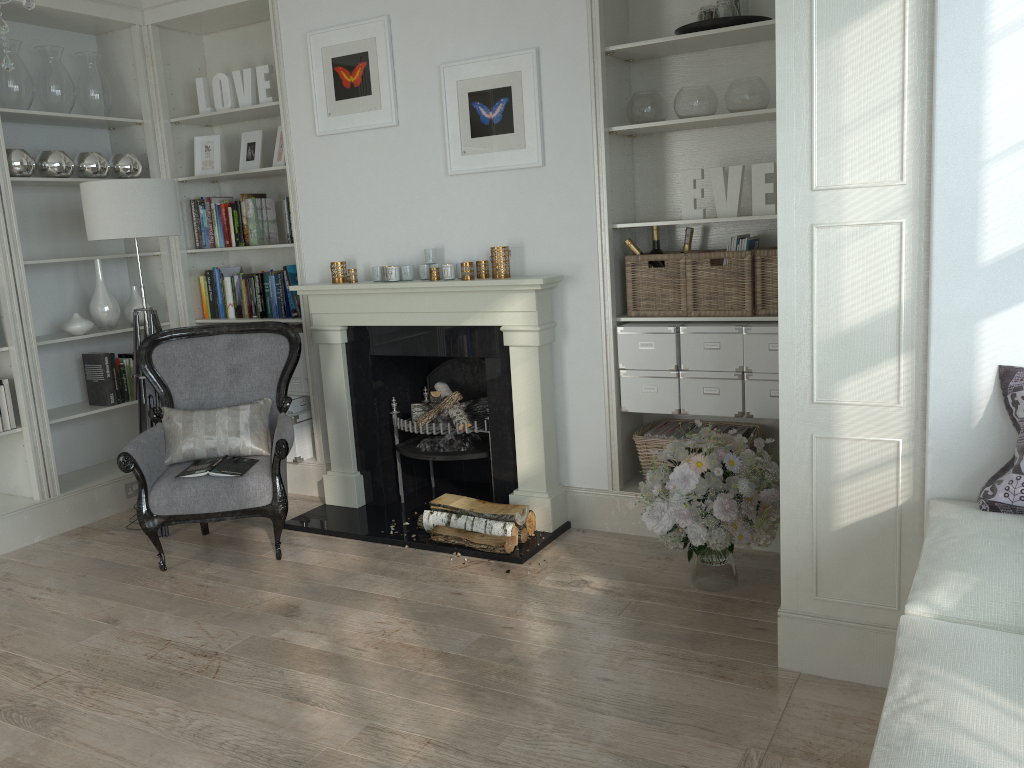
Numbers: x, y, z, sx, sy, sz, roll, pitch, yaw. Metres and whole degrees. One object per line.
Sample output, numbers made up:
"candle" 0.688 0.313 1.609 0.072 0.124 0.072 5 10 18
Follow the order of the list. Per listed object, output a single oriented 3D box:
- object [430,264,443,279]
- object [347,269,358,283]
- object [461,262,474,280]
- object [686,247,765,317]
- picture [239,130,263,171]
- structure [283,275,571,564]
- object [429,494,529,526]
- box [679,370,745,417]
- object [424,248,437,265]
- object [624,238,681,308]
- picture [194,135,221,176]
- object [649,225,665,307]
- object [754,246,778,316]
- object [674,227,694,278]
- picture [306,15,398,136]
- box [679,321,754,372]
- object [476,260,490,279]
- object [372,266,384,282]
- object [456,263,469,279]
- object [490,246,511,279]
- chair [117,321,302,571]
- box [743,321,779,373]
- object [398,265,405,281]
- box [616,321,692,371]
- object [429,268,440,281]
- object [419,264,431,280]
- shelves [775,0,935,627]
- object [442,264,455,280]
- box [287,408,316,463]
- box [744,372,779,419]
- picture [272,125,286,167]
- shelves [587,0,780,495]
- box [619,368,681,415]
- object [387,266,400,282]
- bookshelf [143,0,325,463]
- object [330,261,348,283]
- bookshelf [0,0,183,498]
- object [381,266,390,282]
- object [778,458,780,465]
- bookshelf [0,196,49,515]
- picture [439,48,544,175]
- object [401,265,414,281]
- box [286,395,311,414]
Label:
"object" -0.356 -0.533 4.213 0.060 0.073 0.060 -4 10 -4
"object" -0.794 -0.537 4.404 0.054 0.068 0.047 -10 12 -32
"object" -0.202 -0.512 4.026 0.060 0.079 0.060 -3 10 1
"object" 0.924 -0.438 3.805 0.276 0.270 0.275 2 12 29
"picture" -1.463 -1.309 4.997 0.153 0.228 0.094 2 12 29
"structure" -0.340 0.070 4.424 1.432 1.191 1.026 2 12 29
"object" -0.152 0.580 4.018 0.459 0.083 0.150 3 12 31
"box" 0.927 0.005 3.882 0.270 0.191 0.400 2 12 29
"object" -0.388 -0.606 4.216 0.060 0.073 0.060 -4 10 -4
"object" 0.641 -0.485 3.909 0.284 0.332 0.095 -2 10 8
"picture" -1.737 -1.305 5.075 0.153 0.228 0.094 -3 10 4
"object" 0.659 -0.536 4.030 0.095 0.377 0.095 -8 11 -24
"object" 1.183 -0.435 3.695 0.276 0.270 0.275 2 12 29
"object" 0.761 -0.519 3.978 0.127 0.361 0.094 2 12 29
"picture" -0.780 -1.484 4.302 0.494 0.496 0.024 2 12 29
"box" 0.922 -0.183 3.849 0.270 0.191 0.400 2 12 29
"object" -0.135 -0.527 4.079 0.060 0.079 0.060 -4 10 -3
"object" -0.654 -0.538 4.343 0.060 0.073 0.060 -4 10 -4
"object" -0.230 -0.525 4.123 0.060 0.073 0.060 -4 10 -4
"object" -0.050 -0.548 4.000 0.090 0.140 0.087 -8 11 -22
"chair" -1.364 0.259 4.165 0.778 1.024 0.763 -5 10 -5
"box" 1.151 -0.172 3.708 0.270 0.191 0.400 2 12 29
"object" -0.535 -0.540 4.315 0.060 0.073 0.060 -4 10 -4
"box" 0.672 -0.189 3.974 0.270 0.191 0.400 2 12 29
"object" -0.363 -0.513 4.146 0.052 0.058 0.050 -8 11 -23
"object" -0.415 -0.535 4.244 0.060 0.073 0.060 -4 10 -4
"shelves" 1.162 -0.612 2.845 0.399 2.523 0.972 2 12 29
"object" -0.292 -0.518 4.107 0.060 0.073 0.060 -4 10 -4
"box" -1.420 0.263 5.209 0.734 0.264 0.374 2 12 29
"box" 1.168 0.014 3.747 0.270 0.191 0.400 2 12 29
"picture" -1.236 -1.287 4.797 0.094 0.228 0.153 -11 12 -35
"shelves" 0.889 -0.759 3.762 0.992 2.523 0.399 2 12 29
"box" 0.688 -0.002 4.005 0.270 0.191 0.400 2 12 29
"object" -0.567 -0.526 4.247 0.060 0.073 0.060 -4 10 -4
"bookshelf" -1.440 -0.843 5.056 0.988 2.523 0.399 2 12 29
"object" -0.872 -0.563 4.470 0.080 0.104 0.080 -4 10 -3
"bookshelf" -2.368 -0.739 4.807 0.399 2.523 0.972 2 12 29
"object" -0.601 -0.534 4.302 0.060 0.073 0.060 -4 10 -4
"object" 1.206 0.362 3.769 0.135 0.248 0.135 0 11 19
"bookshelf" -2.837 -0.560 3.975 0.399 2.523 0.972 2 12 29
"picture" -0.095 -1.209 3.976 0.494 0.496 0.024 2 12 29
"object" -0.501 -0.531 4.252 0.060 0.073 0.060 -11 13 -37
"box" -1.447 0.092 5.159 0.608 0.099 0.219 2 12 29
